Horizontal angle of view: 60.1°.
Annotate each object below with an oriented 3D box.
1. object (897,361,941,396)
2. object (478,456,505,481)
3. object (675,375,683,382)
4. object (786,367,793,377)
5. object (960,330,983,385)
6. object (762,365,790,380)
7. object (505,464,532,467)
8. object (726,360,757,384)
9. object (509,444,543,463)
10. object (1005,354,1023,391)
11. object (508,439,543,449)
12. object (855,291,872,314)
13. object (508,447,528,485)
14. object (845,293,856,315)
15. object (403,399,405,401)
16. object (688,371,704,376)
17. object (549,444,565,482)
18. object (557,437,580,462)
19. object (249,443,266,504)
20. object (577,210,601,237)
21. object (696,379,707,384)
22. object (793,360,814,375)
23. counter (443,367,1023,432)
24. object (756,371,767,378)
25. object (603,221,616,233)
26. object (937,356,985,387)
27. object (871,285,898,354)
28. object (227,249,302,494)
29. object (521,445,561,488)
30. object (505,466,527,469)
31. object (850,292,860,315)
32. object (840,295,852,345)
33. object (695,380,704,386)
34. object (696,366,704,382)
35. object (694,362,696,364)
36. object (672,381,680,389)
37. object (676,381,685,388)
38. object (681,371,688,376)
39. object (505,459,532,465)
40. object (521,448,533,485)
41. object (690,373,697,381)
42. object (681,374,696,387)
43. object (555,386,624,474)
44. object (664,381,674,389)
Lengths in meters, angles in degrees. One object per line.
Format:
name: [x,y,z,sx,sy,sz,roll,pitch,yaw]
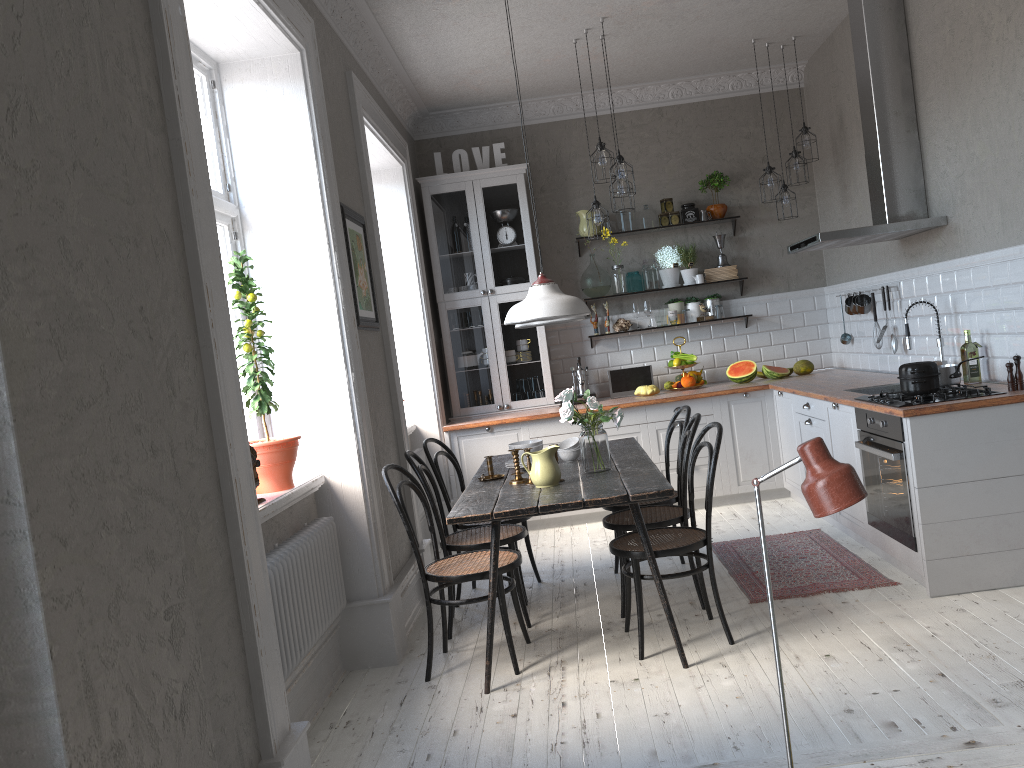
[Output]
object: [1.906,-0.026,4.147,0.192,0.147,0.190,-8,2,-18]
object: [-0.106,0.412,4.353,0.141,0.112,0.138,-8,2,-15]
object: [1.352,-0.040,7.072,0.077,0.076,0.157,-6,3,29]
object: [2.138,-0.091,6.941,0.204,0.073,0.118,-9,3,-35]
object: [2.386,-0.141,4.585,0.089,0.282,0.082,-8,2,2]
object: [2.027,-0.097,6.767,0.227,0.127,0.147,-8,2,-15]
object: [0.085,0.411,4.578,0.242,0.027,0.233,-9,3,-30]
object: [1.771,-0.089,6.821,0.232,0.174,0.221,-7,3,24]
object: [0.079,0.368,4.576,0.180,0.094,0.178,-8,2,-7]
object: [2.302,-0.054,4.058,0.073,0.167,0.036,-8,2,1]
object: [0.076,0.348,4.575,0.180,0.094,0.178,-8,2,-7]
object: [2.438,-0.566,6.145,0.107,0.161,0.138,-7,2,19]
object: [0.022,0.374,4.110,0.097,0.172,0.095,-8,3,-17]
object: [2.461,-0.578,6.400,0.107,0.161,0.138,-7,2,14]
object: [-0.895,-0.082,6.071,0.255,0.813,0.265,-6,3,30]
object: [1.454,-0.081,7.019,0.127,0.056,0.059,-8,2,-6]
object: [0.199,0.357,3.999,0.058,0.167,0.060,-7,3,16]
object: [0.297,0.344,4.615,0.123,0.119,0.129,-7,2,18]
object: [-1.008,0.287,3.209,0.120,0.329,0.237,-7,2,5]
object: [0.624,-1.282,7.093,0.189,0.216,0.175,-7,2,16]
object: [1.452,-0.017,7.064,0.212,0.044,0.055,-6,3,40]
object: [2.267,-0.130,6.888,0.208,0.119,0.129,-9,3,-35]
counter: [1.019,0.160,5.609,3.158,0.039,3.393,-7,2,2]
object: [2.025,-0.077,7.040,0.198,0.067,0.103,-7,2,8]
object: [0.792,-1.253,7.150,0.103,0.111,0.103,-8,2,2]
object: [2.186,-0.064,4.371,0.297,0.134,0.178,-6,3,37]
object: [2.413,-0.413,5.782,0.081,0.443,0.329,-8,2,4]
object: [-1.033,-0.058,3.585,0.264,0.992,0.276,-5,3,41]
object: [0.139,0.366,3.917,0.152,0.170,0.133,-9,3,-37]
object: [0.086,0.420,4.579,0.234,0.027,0.240,-7,2,20]
object: [2.454,-0.573,6.272,0.108,0.161,0.137,-7,2,5]
object: [2.495,-0.484,6.665,0.077,0.379,0.082,-8,2,2]
object: [1.464,-0.004,6.942,0.069,0.051,0.088,-10,3,-40]
object: [1.482,-0.078,7.011,0.060,0.120,0.127,-6,3,26]
object: [1.434,-0.169,7.002,0.052,0.050,0.049,-7,2,11]
object: [1.293,0.008,6.985,0.084,0.057,0.090,-6,3,34]
object: [1.310,0.015,7.001,0.070,0.076,0.226,-8,2,-15]
object: [1.382,-0.055,7.063,0.085,0.093,0.086,-8,2,-2]
object: [0.084,0.403,4.578,0.233,0.027,0.241,-7,2,25]
object: [0.078,0.369,4.036,0.061,0.172,0.063,-7,3,24]
object: [1.409,-0.044,6.949,0.087,0.078,0.089,-6,3,29]
object: [1.367,-0.024,6.875,0.115,0.111,0.109,-9,3,-30]
object: [0.371,0.204,4.111,0.312,0.414,0.251,-8,2,0]
object: [1.255,0.009,7.022,0.075,0.072,0.154,-6,3,32]
